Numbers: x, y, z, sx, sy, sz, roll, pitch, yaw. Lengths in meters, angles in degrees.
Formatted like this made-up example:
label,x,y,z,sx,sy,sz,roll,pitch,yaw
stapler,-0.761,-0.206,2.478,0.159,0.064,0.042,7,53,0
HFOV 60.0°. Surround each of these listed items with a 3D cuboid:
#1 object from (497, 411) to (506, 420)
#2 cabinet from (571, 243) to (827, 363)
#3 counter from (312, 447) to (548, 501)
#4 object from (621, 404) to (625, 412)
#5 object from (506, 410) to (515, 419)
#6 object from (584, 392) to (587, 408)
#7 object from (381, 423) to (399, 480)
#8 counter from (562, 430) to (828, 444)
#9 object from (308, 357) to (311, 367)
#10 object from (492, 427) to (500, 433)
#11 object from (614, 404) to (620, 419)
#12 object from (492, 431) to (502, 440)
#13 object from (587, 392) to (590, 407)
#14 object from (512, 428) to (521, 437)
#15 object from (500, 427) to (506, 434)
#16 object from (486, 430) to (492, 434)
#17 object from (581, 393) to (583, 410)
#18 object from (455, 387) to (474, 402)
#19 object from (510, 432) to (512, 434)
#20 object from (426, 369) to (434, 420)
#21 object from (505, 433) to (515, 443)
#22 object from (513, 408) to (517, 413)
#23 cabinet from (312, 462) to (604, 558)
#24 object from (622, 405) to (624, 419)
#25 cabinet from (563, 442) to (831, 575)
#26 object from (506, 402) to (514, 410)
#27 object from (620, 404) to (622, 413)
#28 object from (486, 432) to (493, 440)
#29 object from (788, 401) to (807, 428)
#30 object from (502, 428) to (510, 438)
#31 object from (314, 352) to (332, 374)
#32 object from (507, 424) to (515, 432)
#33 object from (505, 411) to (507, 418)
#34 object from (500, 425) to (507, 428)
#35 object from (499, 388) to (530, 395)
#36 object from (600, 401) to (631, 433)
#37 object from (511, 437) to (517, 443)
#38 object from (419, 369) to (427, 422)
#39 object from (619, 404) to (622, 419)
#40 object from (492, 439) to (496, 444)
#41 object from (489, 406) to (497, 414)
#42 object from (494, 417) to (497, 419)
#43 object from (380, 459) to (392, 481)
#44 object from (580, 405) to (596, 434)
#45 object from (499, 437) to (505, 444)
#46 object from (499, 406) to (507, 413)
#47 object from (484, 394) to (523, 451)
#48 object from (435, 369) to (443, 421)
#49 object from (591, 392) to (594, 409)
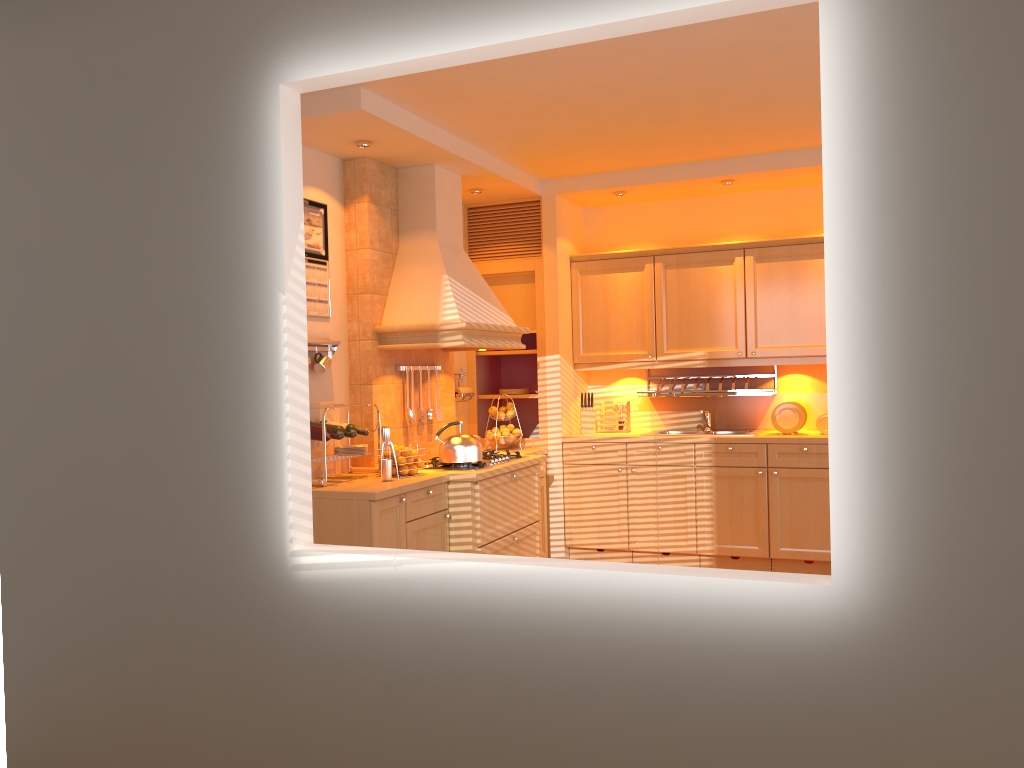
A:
label,x,y,z,sx,sy,sz,roll,pitch,yaw
object,-0.075,0.214,5.997,0.064,0.058,0.063,-2,1,-11
cabinet,1.313,-0.524,6.064,1.792,0.712,0.332,-1,1,23
counter,-0.389,0.486,5.117,0.770,0.038,2.250,-1,1,23
object,0.781,0.238,6.306,0.042,0.192,0.040,-2,1,-17
object,-0.012,0.205,6.013,0.063,0.063,0.064,-1,1,40
object,0.516,0.192,6.213,0.019,0.265,0.038,-1,1,6
object,-0.633,0.339,4.408,0.101,0.288,0.088,-1,1,23
counter,1.284,0.352,5.952,1.800,0.038,0.600,-1,1,23
object,-1.050,-0.104,4.427,0.066,0.111,0.103,-1,1,16
object,-0.109,0.320,6.001,0.055,0.058,0.056,-2,1,-31
object,0.752,0.239,6.266,0.042,0.192,0.040,-2,1,-16
object,-0.100,0.345,5.946,0.063,0.063,0.063,-1,1,35
object,0.540,0.191,6.215,0.019,0.265,0.038,-1,1,6
object,0.032,0.329,5.988,0.064,0.060,0.063,-1,1,38
object,-0.051,0.318,5.980,0.063,0.061,0.063,-2,1,-3
object,-0.153,0.339,6.086,0.044,0.047,0.046,-1,1,44
object,0.494,0.192,6.212,0.019,0.265,0.037,-2,1,-13
object,-0.342,0.070,6.041,0.096,0.094,0.186,-1,1,23
object,-0.018,0.326,6.056,0.057,0.059,0.058,-2,1,-13
object,-0.512,0.062,5.372,0.037,0.309,0.077,-1,1,23
object,-0.015,0.363,5.963,0.064,0.062,0.064,-1,1,10
object,0.002,0.181,6.065,0.057,0.060,0.058,-1,1,44
cabinet,-0.089,0.915,5.326,1.141,0.840,2.850,-1,1,23
object,0.779,0.241,6.269,0.022,0.196,0.018,-1,1,27
cabinet,1.833,0.429,5.707,3.000,1.700,0.625,-1,1,23
object,-0.015,0.153,6.025,0.055,0.059,0.058,-2,1,-21
object,0.771,0.241,6.290,0.018,0.196,0.023,-1,1,28
object,-0.147,0.352,5.994,0.056,0.057,0.053,-2,1,0
object,1.826,0.214,5.806,0.205,0.200,0.049,-1,1,25
object,-0.039,0.326,5.926,0.056,0.063,0.065,-2,1,-1
object,-0.981,-0.108,4.591,0.066,0.111,0.103,-1,1,16
object,-0.008,0.296,5.993,0.050,0.052,0.049,-1,1,31
object,-0.043,0.212,6.068,0.058,0.059,0.058,-2,1,-36
object,-0.059,0.298,6.033,0.051,0.048,0.050,-2,1,-34
object,0.021,0.055,6.329,0.222,0.039,0.222,-1,1,40
object,0.735,0.232,6.314,0.200,0.221,0.103,-1,1,23
object,0.000,0.372,6.028,0.063,0.061,0.064,-1,1,1
object,-0.533,0.069,5.277,0.017,0.320,0.090,-1,1,23
object,0.768,0.242,6.268,0.020,0.196,0.017,-2,1,-41
object,-0.110,0.383,6.019,0.046,0.043,0.047,-2,1,-17
object,-0.126,0.183,6.009,0.063,0.064,0.061,-1,1,32
object,-0.101,0.213,6.050,0.057,0.056,0.051,-2,1,-17
object,-0.625,0.429,4.422,0.060,0.106,0.060,-2,1,-9
object,0.532,0.249,6.229,0.100,0.200,0.070,-2,1,-3
object,-0.070,0.378,5.985,0.052,0.056,0.057,-2,1,-15
object,-0.062,0.178,6.041,0.050,0.051,0.051,-2,1,-43
object,-0.059,0.259,6.031,0.265,0.376,0.265,-2,1,-18
object,-0.453,0.067,5.461,0.020,0.323,0.061,-1,1,23
object,0.563,0.190,6.216,0.019,0.265,0.037,-1,1,6
